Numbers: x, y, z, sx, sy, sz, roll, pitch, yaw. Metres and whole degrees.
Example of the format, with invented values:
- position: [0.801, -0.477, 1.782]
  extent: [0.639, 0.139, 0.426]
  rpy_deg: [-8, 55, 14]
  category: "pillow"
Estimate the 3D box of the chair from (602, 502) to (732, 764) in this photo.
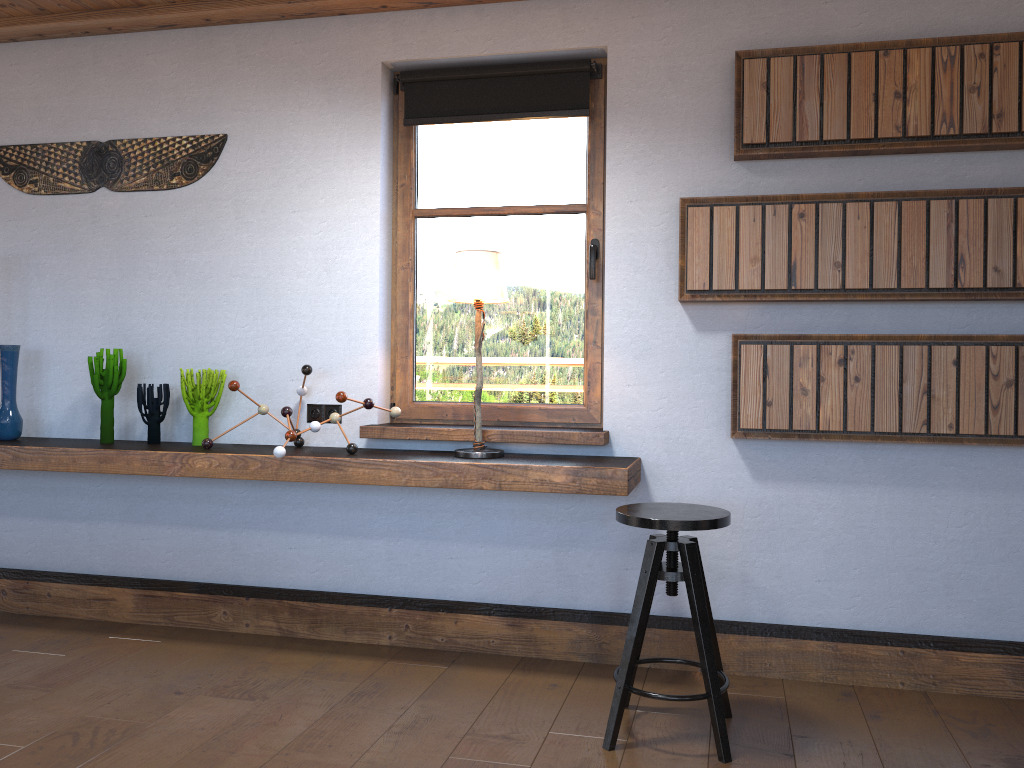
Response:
- position: [0.510, 0.766, 2.835]
  extent: [0.391, 0.721, 0.395]
  rpy_deg: [1, 0, 14]
  category: "chair"

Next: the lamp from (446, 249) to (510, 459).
- position: [-0.118, 0.227, 3.633]
  extent: [0.245, 1.481, 0.634]
  rpy_deg: [1, 0, 6]
  category: "lamp"

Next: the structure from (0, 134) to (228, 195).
- position: [-1.860, -0.983, 3.969]
  extent: [1.241, 0.240, 0.099]
  rpy_deg: [1, 0, 13]
  category: "structure"

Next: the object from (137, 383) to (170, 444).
- position: [-1.543, 0.129, 3.817]
  extent: [0.130, 0.260, 0.122]
  rpy_deg: [1, 0, -17]
  category: "object"

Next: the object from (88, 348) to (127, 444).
- position: [-1.741, 0.052, 3.811]
  extent: [0.160, 0.410, 0.145]
  rpy_deg: [1, 0, -18]
  category: "object"

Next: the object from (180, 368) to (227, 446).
- position: [-1.324, 0.097, 3.781]
  extent: [0.184, 0.332, 0.197]
  rpy_deg: [0, 0, -27]
  category: "object"

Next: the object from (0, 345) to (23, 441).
- position: [-2.290, -0.184, 3.870]
  extent: [0.277, 0.862, 0.110]
  rpy_deg: [1, 0, -31]
  category: "object"

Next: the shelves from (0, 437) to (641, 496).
- position: [-2.742, 0.211, 4.090]
  extent: [6.607, 0.988, 0.615]
  rpy_deg: [1, 0, 13]
  category: "shelves"

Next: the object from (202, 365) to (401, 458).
- position: [-0.853, 0.095, 3.591]
  extent: [0.639, 0.349, 0.527]
  rpy_deg: [1, 1, 41]
  category: "object"

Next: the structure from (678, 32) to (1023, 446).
- position: [1.564, -0.511, 3.283]
  extent: [1.843, 1.445, 0.322]
  rpy_deg: [1, 0, 13]
  category: "structure"
